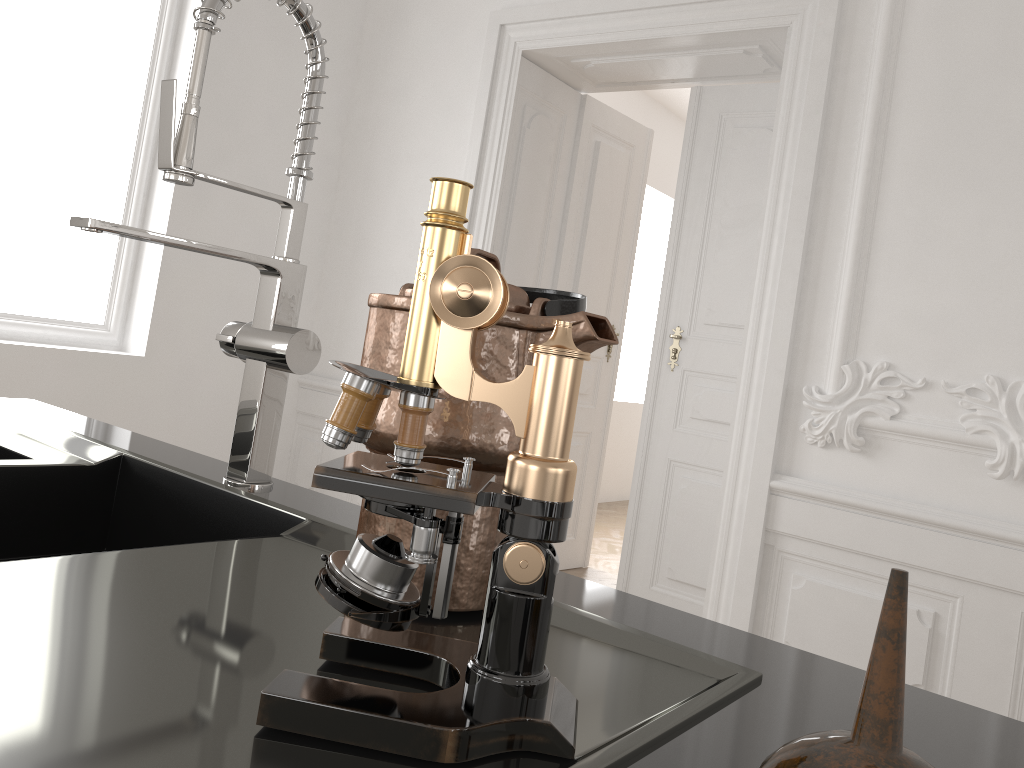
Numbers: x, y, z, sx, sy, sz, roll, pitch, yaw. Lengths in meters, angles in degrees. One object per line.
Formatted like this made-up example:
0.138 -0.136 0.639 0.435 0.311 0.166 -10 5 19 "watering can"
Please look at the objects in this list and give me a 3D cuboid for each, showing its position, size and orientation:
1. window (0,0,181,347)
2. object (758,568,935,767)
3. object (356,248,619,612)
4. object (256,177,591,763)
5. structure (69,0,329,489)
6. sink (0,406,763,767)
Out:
-2.046 -1.068 3.174 0.071 1.745 1.714 7 -1 36 "window"
0.163 0.148 0.392 0.111 0.132 0.110 8 -1 41 "object"
-0.040 0.029 0.725 0.186 0.280 0.208 9 -1 -14 "object"
-0.026 0.033 0.498 0.170 0.292 0.131 9 -2 6 "object"
-0.335 -0.176 0.964 0.131 0.583 0.278 7 -2 36 "structure"
-0.440 0.173 0.769 1.172 0.141 0.482 10 2 36 "sink"
